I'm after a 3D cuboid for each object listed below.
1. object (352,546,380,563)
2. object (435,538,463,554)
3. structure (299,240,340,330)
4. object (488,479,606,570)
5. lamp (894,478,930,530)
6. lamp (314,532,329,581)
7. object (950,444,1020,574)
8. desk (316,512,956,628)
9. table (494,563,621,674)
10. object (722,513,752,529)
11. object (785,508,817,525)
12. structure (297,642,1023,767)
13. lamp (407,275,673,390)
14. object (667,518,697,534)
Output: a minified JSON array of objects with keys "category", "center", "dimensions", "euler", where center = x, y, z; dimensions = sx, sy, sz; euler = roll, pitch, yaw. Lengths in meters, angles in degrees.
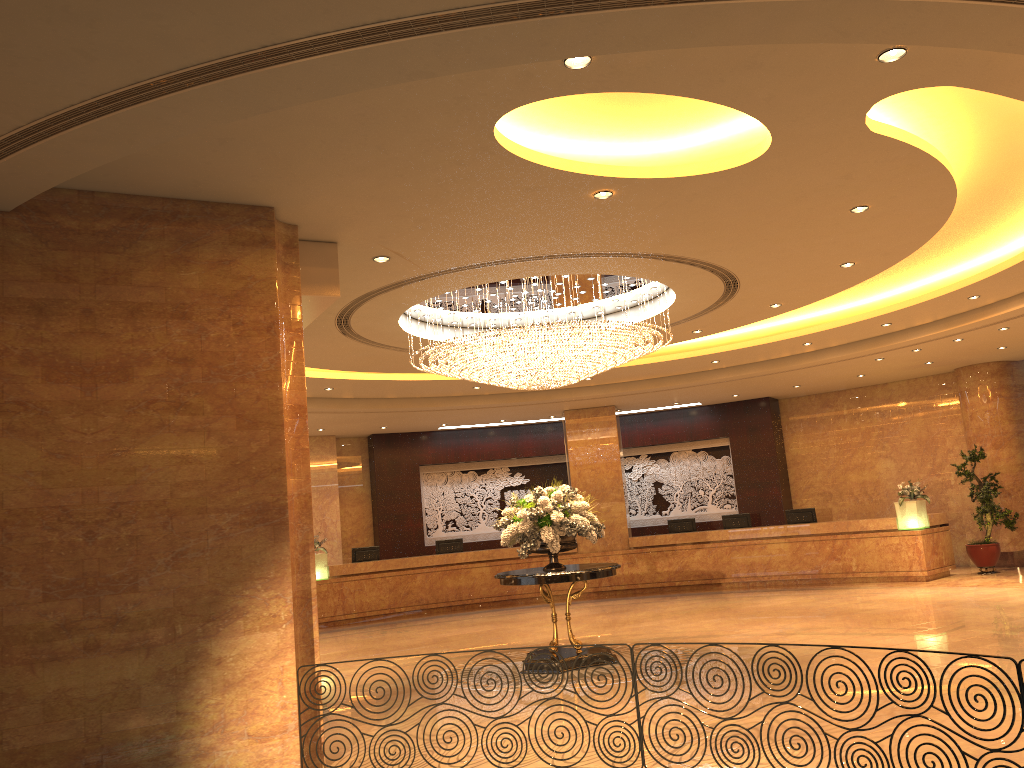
[{"category":"object","center":[-3.020,3.621,18.332],"dimensions":[0.531,0.500,0.430],"euler":[-6,-9,8]},{"category":"object","center":[-1.335,3.577,18.996],"dimensions":[0.531,0.500,0.430],"euler":[-9,-10,22]},{"category":"structure","center":[-2.625,-0.614,9.292],"dimensions":[0.425,0.483,4.113],"euler":[0,-10,-28]},{"category":"object","center":[0.458,1.688,10.530],"dimensions":[1.277,0.999,1.318],"euler":[-5,-9,2]},{"category":"lamp","center":[7.334,2.183,16.164],"dimensions":[0.606,0.897,0.532],"euler":[-13,-12,40]},{"category":"lamp","center":[-3.908,3.384,17.394],"dimensions":[0.577,0.925,0.542],"euler":[-1,-10,-26]},{"category":"object","center":[8.763,2.298,16.427],"dimensions":[0.843,2.363,1.250],"euler":[-13,-12,42]},{"category":"desk","center":[1.935,3.774,18.072],"dimensions":[12.951,1.155,3.466],"euler":[-6,-9,6]},{"category":"table","center":[0.580,2.709,10.352],"dimensions":[1.493,1.089,1.493],"euler":[1,-11,-35]},{"category":"object","center":[4.715,2.972,18.551],"dimensions":[0.430,0.500,0.531],"euler":[-1,-10,-26]},{"category":"object","center":[5.858,2.773,17.925],"dimensions":[0.430,0.500,0.531],"euler":[-2,-10,-20]},{"category":"structure","center":[1.021,1.720,2.790],"dimensions":[3.815,0.995,7.624],"euler":[-3,-9,-10]},{"category":"lamp","center":[0.343,-0.528,10.889],"dimensions":[3.206,1.196,3.204],"euler":[-6,-9,8]},{"category":"object","center":[3.646,3.131,18.959],"dimensions":[0.430,0.500,0.531],"euler":[0,-10,-32]}]
